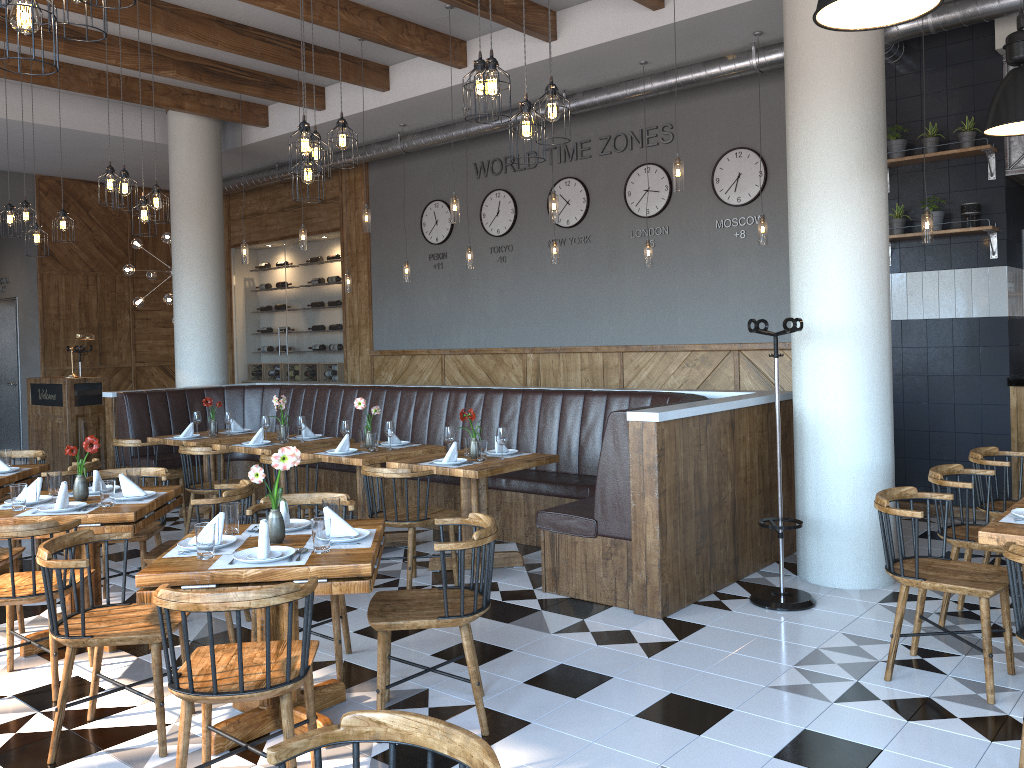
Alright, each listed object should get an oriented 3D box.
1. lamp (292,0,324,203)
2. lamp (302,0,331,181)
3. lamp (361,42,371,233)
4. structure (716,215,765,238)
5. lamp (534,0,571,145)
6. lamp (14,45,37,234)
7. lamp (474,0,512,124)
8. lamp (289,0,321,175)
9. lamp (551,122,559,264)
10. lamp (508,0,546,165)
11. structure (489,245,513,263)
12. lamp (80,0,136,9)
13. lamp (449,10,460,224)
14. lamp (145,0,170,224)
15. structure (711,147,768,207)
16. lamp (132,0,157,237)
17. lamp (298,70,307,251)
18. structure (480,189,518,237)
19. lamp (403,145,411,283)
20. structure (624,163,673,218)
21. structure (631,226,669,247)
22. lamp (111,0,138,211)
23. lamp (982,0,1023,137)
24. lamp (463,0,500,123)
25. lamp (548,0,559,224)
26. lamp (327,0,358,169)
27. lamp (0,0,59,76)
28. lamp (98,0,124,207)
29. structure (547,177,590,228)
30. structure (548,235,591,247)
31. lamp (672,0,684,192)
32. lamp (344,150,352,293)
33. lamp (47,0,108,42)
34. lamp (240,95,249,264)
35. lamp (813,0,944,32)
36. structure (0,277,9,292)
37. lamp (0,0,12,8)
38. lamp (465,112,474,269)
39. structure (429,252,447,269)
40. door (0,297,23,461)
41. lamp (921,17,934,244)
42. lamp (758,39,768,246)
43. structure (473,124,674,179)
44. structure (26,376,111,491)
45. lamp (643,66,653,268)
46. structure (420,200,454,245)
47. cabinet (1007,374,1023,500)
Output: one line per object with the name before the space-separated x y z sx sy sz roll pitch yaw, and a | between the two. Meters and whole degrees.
lamp | -1.276 -2.157 5.424 0.175 2.070 0.175 -1 0 11
lamp | -1.272 -2.342 5.637 0.175 2.070 0.175 -2 0 0
lamp | -1.401 -2.418 8.392 0.078 1.963 0.078 -2 0 -15
structure | 2.191 -1.496 8.501 0.498 0.199 0.021 1 2 40
lamp | 0.183 -2.285 4.568 0.175 2.070 0.175 -1 1 25
lamp | -4.559 -2.440 8.256 0.175 2.070 0.175 -2 0 -6
lamp | -0.118 -2.304 4.253 0.175 2.070 0.175 -2 1 -43
lamp | -1.244 -2.277 5.204 0.175 2.070 0.175 -2 1 -22
lamp | 0.404 -2.175 8.800 0.078 1.963 0.078 -2 1 -42
lamp | 0.050 -2.141 4.394 0.175 2.070 0.175 -2 1 -32
structure | -0.129 -1.531 10.464 0.369 0.199 0.021 0 2 40
lamp | -1.315 -2.253 2.797 0.175 2.070 0.175 -1 1 26
lamp | -0.517 -2.371 7.646 0.078 1.963 0.078 -2 1 -31
lamp | -2.872 -2.328 7.095 0.175 2.070 0.175 -2 0 -10
structure | 2.173 -1.982 8.484 0.560 0.560 0.046 0 1 40
lamp | -2.881 -2.186 6.875 0.175 2.070 0.175 -1 1 24
lamp | -2.154 -2.345 9.031 0.078 1.963 0.078 -1 1 26
structure | -0.161 -2.017 10.458 0.560 0.560 0.046 0 1 40
lamp | -1.233 -2.149 10.185 0.078 1.963 0.078 -1 1 26
structure | 1.400 -1.993 9.138 0.560 0.560 0.046 0 1 40
structure | 1.423 -1.507 9.150 0.443 0.199 0.021 1 2 40
lamp | -2.941 -2.348 6.666 0.175 2.070 0.175 -1 0 12
lamp | 2.634 -2.258 4.594 0.390 1.864 0.391 -1 1 18
lamp | -0.180 -2.369 4.452 0.175 2.070 0.175 -2 1 -32
lamp | 0.305 -2.245 6.954 0.078 1.963 0.078 -2 0 -10
lamp | -1.087 -2.399 5.546 0.175 2.070 0.175 -1 0 11
lamp | -1.530 -2.013 2.731 0.175 2.070 0.175 -1 1 26
lamp | -3.106 -2.406 6.795 0.175 2.070 0.175 -1 1 24
structure | 0.620 -2.005 9.798 0.560 0.560 0.046 0 1 40
structure | 0.634 -1.579 9.816 0.583 0.080 0.021 1 2 40
lamp | 1.149 -2.338 6.237 0.078 1.963 0.078 -1 0 16
lamp | -2.034 -2.102 10.864 0.078 1.963 0.078 -2 0 -18
lamp | -1.470 -2.199 2.935 0.175 2.070 0.175 -1 0 15
lamp | -2.954 -2.299 9.711 0.078 1.963 0.078 -2 0 -18
lamp | 1.144 -2.127 2.832 0.390 1.864 0.391 -1 1 28
structure | -7.621 -1.483 13.240 0.565 0.197 0.025 1 2 40
lamp | -1.557 -2.132 2.510 0.175 2.070 0.175 -2 0 -7
lamp | -0.481 -2.222 9.546 0.078 1.963 0.078 -2 0 -15
structure | -0.928 -1.543 11.139 0.305 0.197 0.021 0 2 40
door | -7.626 -0.079 13.267 1.206 2.393 0.114 -1 1 40
lamp | 3.055 -2.026 6.561 0.078 1.963 0.078 -2 0 -18
lamp | 2.070 -2.142 7.391 0.078 1.963 0.078 -1 0 16
structure | 0.586 -2.552 9.818 2.728 0.199 0.033 1 2 40
structure | -4.766 0.571 9.686 1.045 1.299 0.646 0 2 40
lamp | 1.226 -2.049 8.108 0.078 1.963 0.078 -2 0 -10
structure | -0.941 -2.029 11.118 0.560 0.560 0.046 0 1 40
cabinet | 6.930 0.494 6.122 5.992 1.164 3.031 1 4 40
